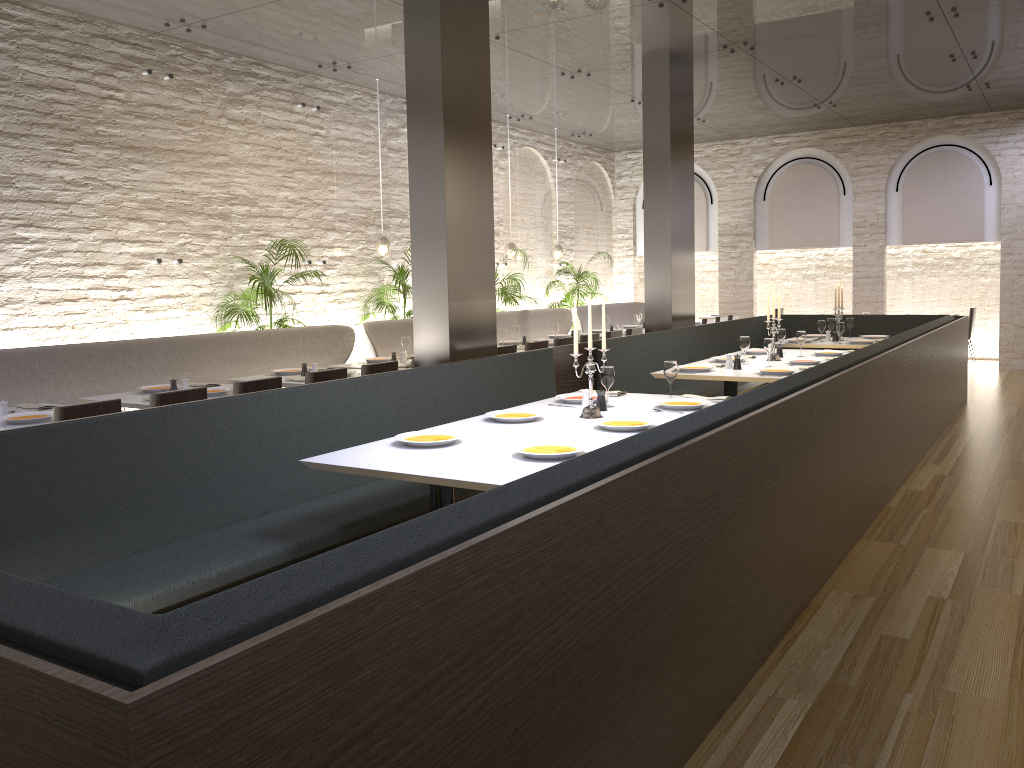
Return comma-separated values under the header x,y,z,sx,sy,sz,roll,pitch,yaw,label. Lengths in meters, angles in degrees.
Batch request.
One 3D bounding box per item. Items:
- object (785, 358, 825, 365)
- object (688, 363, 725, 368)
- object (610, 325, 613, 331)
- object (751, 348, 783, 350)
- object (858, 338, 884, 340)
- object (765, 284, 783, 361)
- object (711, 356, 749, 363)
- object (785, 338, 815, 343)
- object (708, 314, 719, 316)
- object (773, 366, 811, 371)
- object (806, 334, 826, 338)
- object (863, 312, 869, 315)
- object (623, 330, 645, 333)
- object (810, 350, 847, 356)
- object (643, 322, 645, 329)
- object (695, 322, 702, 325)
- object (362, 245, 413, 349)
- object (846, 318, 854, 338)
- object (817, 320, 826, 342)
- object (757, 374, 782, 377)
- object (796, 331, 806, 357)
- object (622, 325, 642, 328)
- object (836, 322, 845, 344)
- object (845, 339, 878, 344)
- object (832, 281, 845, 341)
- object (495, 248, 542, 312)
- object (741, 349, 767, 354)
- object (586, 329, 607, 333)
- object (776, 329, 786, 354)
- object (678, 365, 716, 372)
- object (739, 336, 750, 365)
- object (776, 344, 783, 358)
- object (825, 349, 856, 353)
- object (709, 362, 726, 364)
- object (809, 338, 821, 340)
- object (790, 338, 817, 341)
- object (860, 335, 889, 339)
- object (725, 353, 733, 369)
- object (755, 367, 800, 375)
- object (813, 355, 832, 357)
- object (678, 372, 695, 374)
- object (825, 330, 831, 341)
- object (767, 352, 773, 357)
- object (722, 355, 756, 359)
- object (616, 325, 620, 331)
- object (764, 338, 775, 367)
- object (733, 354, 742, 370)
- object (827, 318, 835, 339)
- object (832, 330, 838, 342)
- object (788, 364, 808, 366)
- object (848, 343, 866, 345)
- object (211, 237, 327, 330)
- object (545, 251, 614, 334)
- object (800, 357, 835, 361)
x,y,z,sx,sy,sz,roll,pitch,yaw,label
2.409,-0.182,7.289,0.322,0.036,0.322,-6,8,-38,object
1.594,-0.150,7.235,0.273,0.033,0.143,3,8,32,object
1.358,-0.750,12.082,0.059,0.109,0.059,-3,5,-22,object
2.488,-0.335,8.656,0.273,0.033,0.143,3,8,32,object
3.904,-0.478,9.617,0.273,0.033,0.143,3,8,32,object
2.243,-0.527,7.591,0.132,0.655,0.391,3,6,43,object
1.873,-0.209,7.628,0.322,0.036,0.322,-6,8,-38,object
3.116,-0.465,9.604,0.321,0.036,0.323,0,7,8,object
3.846,-1.291,16.626,0.322,0.036,0.322,-4,7,-23,object
2.177,-0.122,6.870,0.273,0.033,0.143,3,8,32,object
3.512,-0.547,10.234,0.322,0.036,0.322,2,7,28,object
4.574,-0.810,11.450,0.086,0.230,0.087,-4,5,-28,object
1.642,-0.706,11.985,0.322,0.036,0.322,-4,7,-20,object
2.861,-0.275,8.007,0.322,0.036,0.322,2,7,28,object
1.944,-0.871,13.013,0.059,0.109,0.059,-3,5,-22,object
2.833,-0.952,13.879,0.322,0.036,0.322,-4,7,-20,object
-1.300,-0.686,10.647,1.189,1.968,1.148,-4,5,-27,object
3.851,-0.638,10.095,0.086,0.230,0.086,-1,5,2,object
3.369,-0.575,9.641,0.086,0.230,0.086,-3,5,-22,object
1.865,-0.063,6.431,0.181,0.015,0.038,3,8,33,object
2.582,-0.357,7.909,0.086,0.230,0.087,3,6,44,object
1.774,-0.850,13.204,0.322,0.036,0.322,-4,7,-20,object
3.433,-0.532,9.262,0.086,0.230,0.086,-3,5,-22,object
3.652,-0.438,9.266,0.321,0.036,0.323,0,7,8,object
3.588,-0.804,9.730,0.132,0.655,0.391,3,6,43,object
-0.235,-0.906,12.346,1.146,1.968,1.191,-3,5,-17,object
2.325,-0.302,8.346,0.322,0.036,0.322,2,7,28,object
1.188,-0.729,12.272,0.322,0.036,0.322,-4,7,-20,object
2.518,-0.399,8.288,0.086,0.230,0.087,3,6,44,object
1.434,-0.119,6.930,0.321,0.036,0.323,2,8,30,object
1.934,-0.279,7.359,0.086,0.230,0.087,2,5,32,object
2.387,-0.295,7.905,0.069,0.126,0.069,1,5,26,object
3.071,-0.306,8.291,0.273,0.033,0.143,3,8,32,object
1.749,-0.175,7.447,0.185,0.010,0.017,3,7,32,object
3.325,-0.507,9.987,0.273,0.033,0.143,3,8,32,object
3.243,-0.490,9.857,0.273,0.033,0.143,3,8,32,object
4.048,-0.520,9.896,0.321,0.036,0.323,-2,7,-9,object
1.727,-0.181,7.043,0.069,0.126,0.069,-5,6,-35,object
1.970,-0.092,6.591,0.321,0.036,0.323,0,7,8,object
2.759,-0.247,7.852,0.181,0.015,0.038,3,8,33,object
1.312,-0.085,6.752,0.185,0.010,0.017,3,7,32,object
3.463,-0.527,9.706,0.069,0.126,0.069,-3,5,-16,object
2.319,-0.299,7.951,0.069,0.126,0.069,1,5,26,object
2.031,-0.241,7.931,0.273,0.033,0.143,3,8,32,object
1.442,-0.752,12.083,0.059,0.109,0.059,-3,5,-22,object
2.052,-0.248,7.067,0.086,0.230,0.087,-3,5,-16,object
1.770,-0.172,6.957,0.069,0.126,0.069,-4,5,-26,object
3.610,-0.624,10.025,0.086,0.230,0.086,-3,5,-22,object
3.518,-0.521,9.643,0.069,0.126,0.069,-3,5,-16,object
2.302,-0.153,7.126,0.181,0.015,0.038,3,8,33,object
3.553,-0.411,9.115,0.181,0.015,0.038,3,8,33,object
-2.421,-0.455,8.865,1.189,1.968,1.148,-4,5,-27,object
1.087,-1.175,14.417,1.145,1.968,1.192,0,5,13,object
2.614,-0.212,7.565,0.273,0.033,0.143,3,8,32,object
